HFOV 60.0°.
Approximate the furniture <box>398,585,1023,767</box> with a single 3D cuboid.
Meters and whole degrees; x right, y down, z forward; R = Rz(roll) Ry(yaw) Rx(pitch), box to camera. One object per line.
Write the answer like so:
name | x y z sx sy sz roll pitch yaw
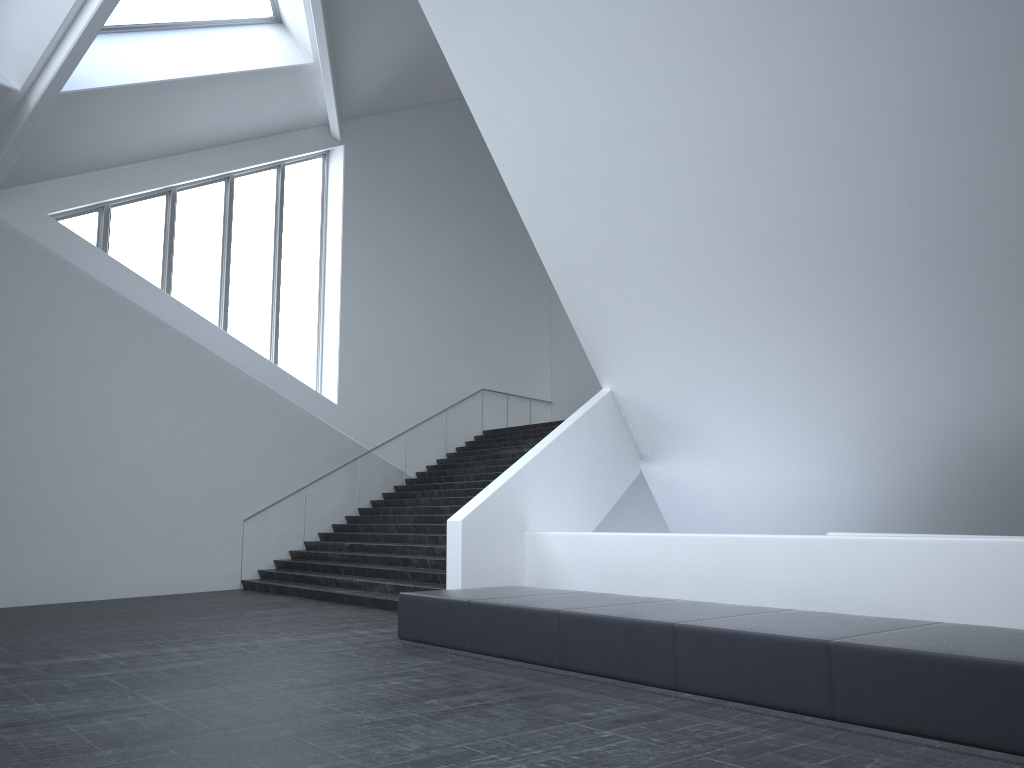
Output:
furniture | 1.295 2.036 6.825 1.488 0.580 5.742 7 -11 -39
